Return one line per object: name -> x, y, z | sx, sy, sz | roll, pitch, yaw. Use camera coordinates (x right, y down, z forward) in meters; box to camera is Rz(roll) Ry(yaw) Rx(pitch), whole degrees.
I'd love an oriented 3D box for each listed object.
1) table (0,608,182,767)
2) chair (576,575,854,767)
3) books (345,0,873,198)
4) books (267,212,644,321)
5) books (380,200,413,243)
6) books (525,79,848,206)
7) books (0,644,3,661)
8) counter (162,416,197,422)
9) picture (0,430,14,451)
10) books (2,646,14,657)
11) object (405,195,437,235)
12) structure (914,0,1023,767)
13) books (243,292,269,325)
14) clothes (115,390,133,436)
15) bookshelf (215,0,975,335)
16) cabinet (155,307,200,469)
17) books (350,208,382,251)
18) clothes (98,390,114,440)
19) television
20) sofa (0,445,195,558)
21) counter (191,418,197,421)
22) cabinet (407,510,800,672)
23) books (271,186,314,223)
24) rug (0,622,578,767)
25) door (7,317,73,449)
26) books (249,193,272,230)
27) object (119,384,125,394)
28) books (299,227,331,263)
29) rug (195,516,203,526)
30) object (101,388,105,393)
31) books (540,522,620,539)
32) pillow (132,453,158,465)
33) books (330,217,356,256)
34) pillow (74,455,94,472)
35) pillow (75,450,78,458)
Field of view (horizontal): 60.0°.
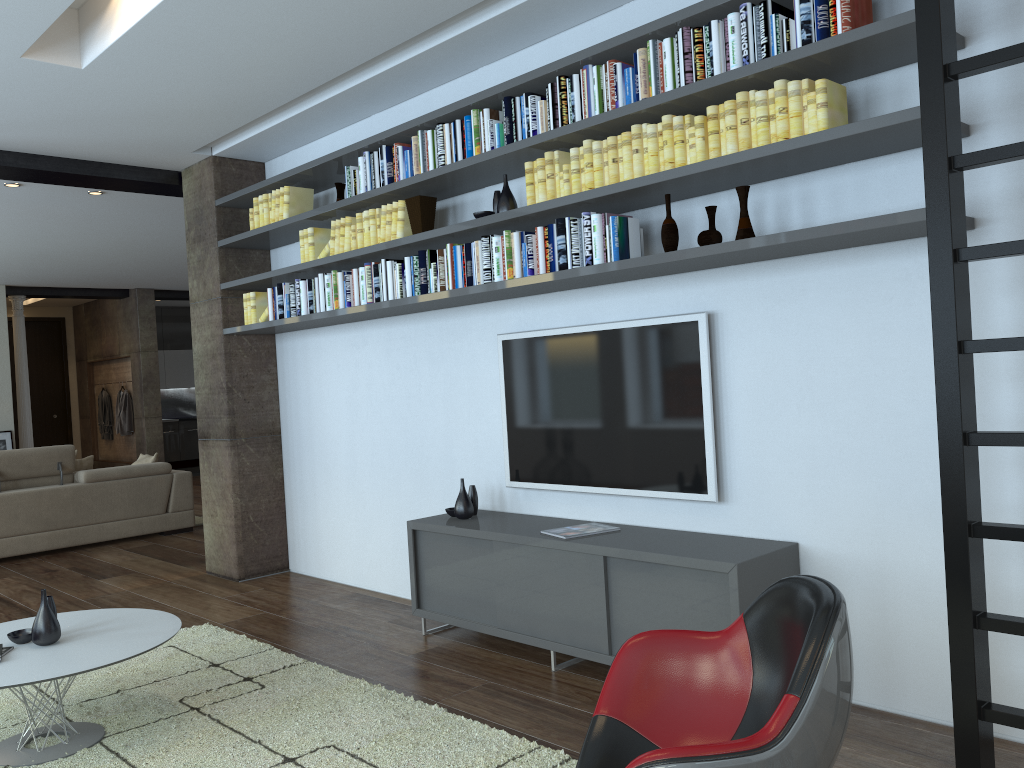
table -> -1.810, 1.200, 3.431 | 1.022, 0.393, 1.022 | -3, 1, 1
chair -> 0.421, 0.873, 1.984 | 0.669, 0.818, 0.810 | -3, 1, 26
books -> 0.155, -1.227, 4.083 | 0.242, 0.237, 2.981 | -4, 1, -44
books -> -0.513, -0.580, 4.827 | 0.242, 0.237, 2.981 | -4, 1, -44
books -> -0.598, -0.884, 4.915 | 0.189, 0.228, 0.249 | -4, 1, -44
books -> 0.641, -0.952, 3.645 | 0.242, 0.237, 1.489 | -4, 1, -44
books -> -2.027, 1.003, 3.224 | 0.300, 0.010, 0.220 | -4, 1, -29
counter -> -5.907, 0.732, 16.812 | 3.597, 0.223, 0.807 | -4, 1, -44
picture -> -7.053, 1.147, 11.907 | 0.700, 0.988, 0.195 | -4, 1, -44
books -> -2.030, 1.013, 3.249 | 0.300, 0.010, 0.220 | -3, 1, -9
object -> -0.483, -0.888, 4.762 | 0.124, 0.219, 0.124 | -3, 1, 45
structure -> 1.483, -0.299, 2.443 | 0.120, 3.059, 0.600 | -4, 1, -44
books -> -1.660, -0.514, 6.026 | 0.189, 0.224, 0.345 | -4, 1, -44
clothes -> -6.211, 0.460, 14.159 | 0.700, 0.735, 0.173 | -3, 1, 45
bookshelf -> -0.252, -0.906, 4.614 | 0.400, 0.942, 4.804 | -4, 1, -44
cabinet -> -4.565, -0.060, 18.114 | 7.409, 2.980, 0.827 | -4, 1, -44
books -> -0.782, -0.874, 5.113 | 0.278, 0.220, 0.209 | -3, 1, 45
clothes -> -6.822, 0.515, 14.816 | 0.141, 0.855, 0.569 | -4, 1, -43
television -> 0.417, 0.119, 4.236 | 0.074, 0.812, 1.307 | -4, 1, -44
sofa -> -4.388, 1.047, 8.147 | 2.581, 0.950, 1.021 | -4, 1, -44
counter -> -3.748, 0.493, 15.911 | 3.700, 0.040, 1.000 | -4, 1, -44
cabinet -> 0.312, 0.980, 4.119 | 0.450, 0.603, 2.000 | -4, 1, -44
books -> -1.414, -1.135, 5.693 | 0.189, 0.228, 0.249 | -4, 1, -44
rug -> -1.359, 1.388, 2.532 | 2.972, 0.020, 4.231 | -4, 1, -44
door -> -8.168, 0.269, 15.217 | 1.037, 2.814, 0.246 | -4, 1, -44
books -> -1.599, -1.125, 5.891 | 0.278, 0.220, 0.209 | -3, 1, 45
object -> -6.215, 0.071, 14.158 | 0.010, 0.219, 0.430 | -4, 1, -44
books -> -1.147, -0.855, 5.492 | 0.189, 0.224, 0.345 | -4, 1, -44
rug -> -5.578, 1.576, 8.805 | 4.231, 0.020, 2.972 | -4, 1, -44
object -> -6.829, 0.101, 14.819 | 0.010, 0.219, 0.430 | -4, 1, -44
books -> 0.314, 0.674, 4.082 | 0.300, 0.010, 0.220 | -4, 1, -29
pillow -> -3.816, 0.898, 9.009 | 0.395, 0.393, 0.518 | -4, 1, -40
books -> -0.953, -0.867, 5.288 | 0.189, 0.228, 0.249 | -4, 1, -44
pillow -> -4.202, 0.905, 8.312 | 0.534, 0.439, 0.301 | -4, 1, -40
pillow -> -5.539, 0.982, 10.816 | 0.518, 0.393, 0.395 | -3, 1, 43
